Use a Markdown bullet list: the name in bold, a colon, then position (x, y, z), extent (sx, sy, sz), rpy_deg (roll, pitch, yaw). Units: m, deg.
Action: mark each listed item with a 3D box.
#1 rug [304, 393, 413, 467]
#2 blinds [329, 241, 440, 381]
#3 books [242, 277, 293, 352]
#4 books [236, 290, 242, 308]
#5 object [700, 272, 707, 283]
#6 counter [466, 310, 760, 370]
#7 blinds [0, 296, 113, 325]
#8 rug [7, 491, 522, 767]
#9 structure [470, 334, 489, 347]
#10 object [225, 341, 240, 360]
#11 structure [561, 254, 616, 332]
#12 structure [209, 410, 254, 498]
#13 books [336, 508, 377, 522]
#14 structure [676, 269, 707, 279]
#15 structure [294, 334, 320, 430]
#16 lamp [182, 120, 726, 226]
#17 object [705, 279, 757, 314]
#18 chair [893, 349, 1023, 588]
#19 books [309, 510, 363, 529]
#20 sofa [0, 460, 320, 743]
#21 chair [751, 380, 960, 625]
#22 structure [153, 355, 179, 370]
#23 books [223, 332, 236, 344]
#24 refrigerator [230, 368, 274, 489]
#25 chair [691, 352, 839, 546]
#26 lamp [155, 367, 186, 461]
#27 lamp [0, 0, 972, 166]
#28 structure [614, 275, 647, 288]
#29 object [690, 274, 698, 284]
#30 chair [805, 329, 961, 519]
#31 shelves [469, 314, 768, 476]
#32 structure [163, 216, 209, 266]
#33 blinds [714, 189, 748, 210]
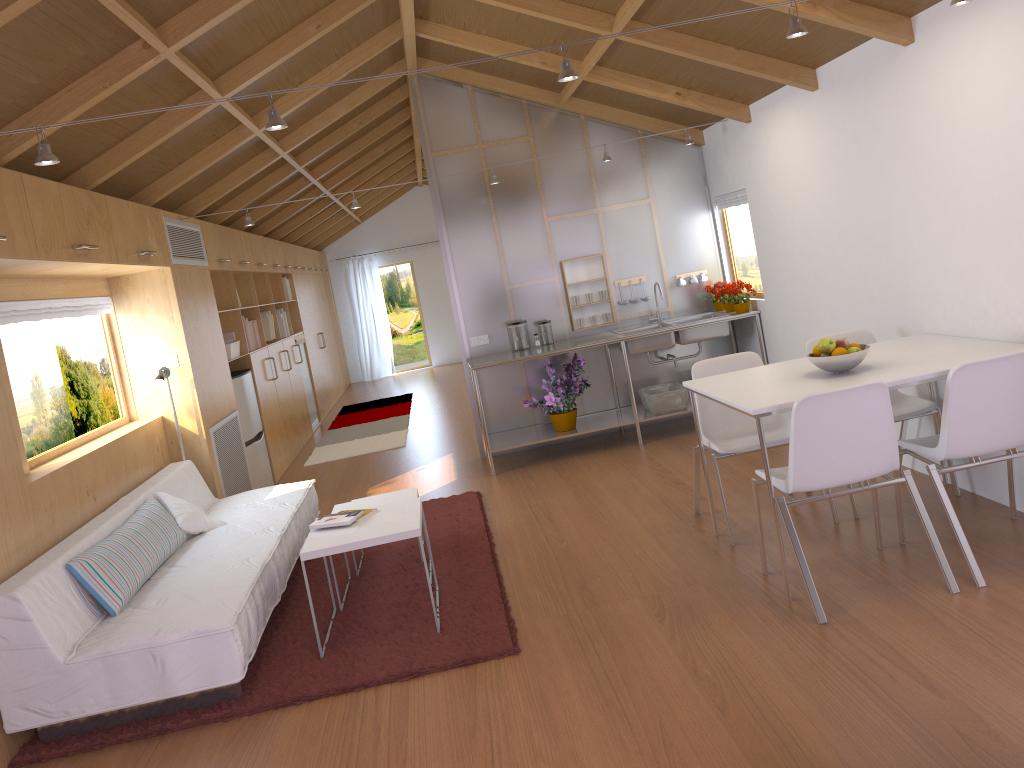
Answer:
- **rug**: position (-1.584, 0.431, 9.767), extent (0.918, 0.011, 3.741), rpy_deg (-11, 8, -4)
- **blinds**: position (-1.365, -1.287, 14.434), extent (2.851, 2.027, 0.234), rpy_deg (-11, 3, -6)
- **books**: position (-2.477, -0.740, 8.807), extent (0.189, 0.654, 3.125), rpy_deg (-11, 7, -4)
- **books**: position (-2.380, -0.757, 7.348), extent (0.176, 0.295, 0.281), rpy_deg (-11, 5, -4)
- **object**: position (1.491, -0.832, 6.892), extent (0.059, 0.080, 0.063), rpy_deg (-11, 5, -4)
- **counter**: position (0.713, -0.349, 6.540), extent (2.112, 0.021, 0.653), rpy_deg (-11, 8, -5)
- **blinds**: position (-2.400, -0.402, 4.706), extent (0.047, 0.110, 1.505), rpy_deg (-11, 8, -4)
- **rug**: position (-1.021, 1.043, 4.452), extent (1.887, 0.020, 2.494), rpy_deg (-11, 8, -4)
- **structure**: position (-0.249, -0.332, 6.768), extent (0.142, 0.071, 0.011), rpy_deg (-11, 3, -5)
- **object**: position (-2.234, -0.246, 6.856), extent (0.203, 0.122, 0.351), rpy_deg (-11, 7, -4)
- **structure**: position (0.586, -0.703, 6.798), extent (0.328, 0.542, 0.077), rpy_deg (-11, 3, -5)
- **structure**: position (-1.905, 0.589, 6.073), extent (0.013, 0.717, 0.823), rpy_deg (-11, 6, -4)
- **books**: position (-0.722, 0.592, 3.946), extent (0.192, 0.016, 0.154), rpy_deg (-7, 8, 25)
- **structure**: position (1.405, -0.854, 6.889), extent (0.251, 0.032, 0.041), rpy_deg (-11, 6, -5)
- **structure**: position (-2.450, -0.008, 10.041), extent (0.316, 1.073, 0.728), rpy_deg (-11, 5, -4)
- **lamp**: position (-0.331, -1.421, 6.090), extent (3.832, 0.152, 0.073), rpy_deg (-11, 4, -5)
- **object**: position (1.626, -0.651, 6.599), extent (0.233, 0.234, 0.692), rpy_deg (-11, 7, -4)
- **chair**: position (1.811, 0.256, 3.402), extent (0.532, 0.782, 0.549), rpy_deg (-11, 5, -5)
- **books**: position (-0.770, 0.594, 3.872), extent (0.192, 0.016, 0.154), rpy_deg (-9, 8, 15)
- **sofa**: position (-1.513, 0.839, 4.286), extent (0.863, 0.625, 2.367), rpy_deg (-11, 7, -4)
- **chair**: position (1.229, 0.372, 3.351), extent (0.532, 0.782, 0.549), rpy_deg (-11, 5, -5)
- **structure**: position (-2.150, -0.133, 5.496), extent (0.142, 0.071, 0.011), rpy_deg (-11, 3, -5)
- **books**: position (-2.256, -0.302, 6.976), extent (0.150, 0.191, 0.089), rpy_deg (-11, 4, -5)
- **refrigerator**: position (-2.097, 0.410, 6.906), extent (0.262, 0.982, 0.716), rpy_deg (-11, 5, -4)
- **chair**: position (1.143, 0.266, 4.254), extent (0.532, 0.782, 0.549), rpy_deg (-11, 5, -5)
- **lamp**: position (-1.993, 0.479, 5.400), extent (0.184, 1.191, 0.254), rpy_deg (-12, 4, -29)
- **lamp**: position (-0.027, -1.047, 2.915), extent (3.832, 0.152, 0.073), rpy_deg (-11, 4, -5)
- **structure**: position (0.921, -0.796, 6.857), extent (0.251, 0.051, 0.016), rpy_deg (-11, 4, -5)
- **object**: position (1.415, -0.815, 6.880), extent (0.059, 0.081, 0.063), rpy_deg (-10, 5, 3)
- **chair**: position (1.725, 0.150, 4.306), extent (0.532, 0.782, 0.549), rpy_deg (-11, 5, -5)
- **shelves**: position (0.785, 0.036, 6.563), extent (2.095, 0.749, 0.635), rpy_deg (-11, 5, -5)
- **structure**: position (-2.193, -0.950, 5.960), extent (0.013, 0.299, 0.908), rpy_deg (-11, 7, -4)
- **blinds**: position (1.625, -1.358, 6.514), extent (0.047, 0.110, 0.728), rpy_deg (-11, 7, -4)
